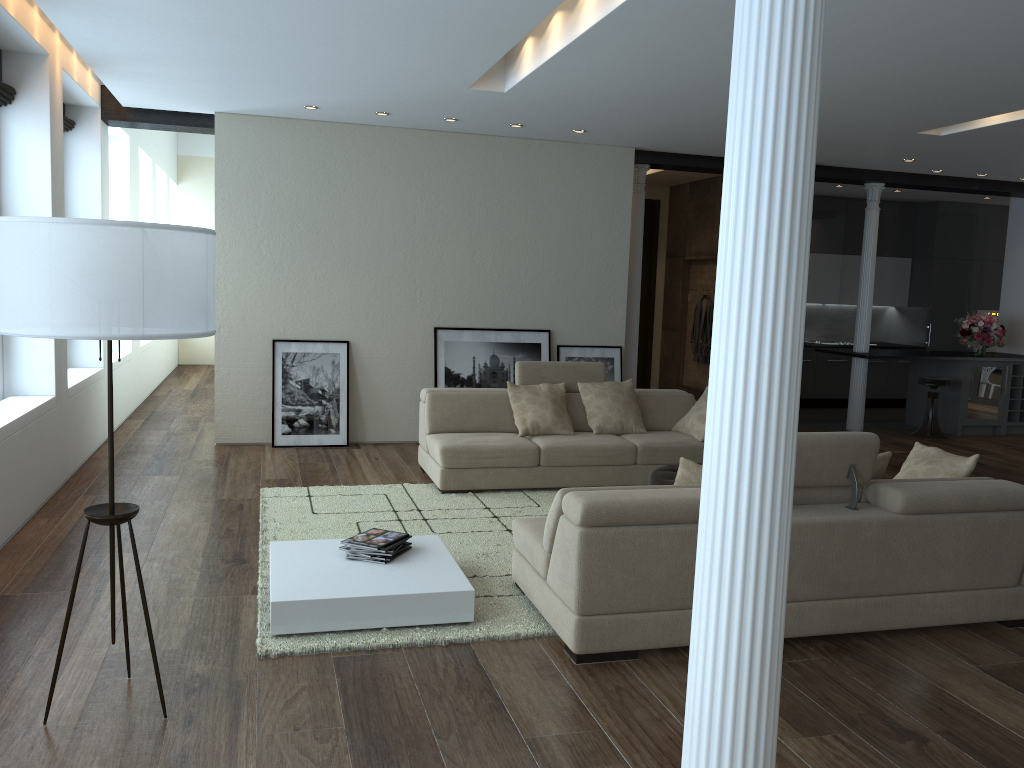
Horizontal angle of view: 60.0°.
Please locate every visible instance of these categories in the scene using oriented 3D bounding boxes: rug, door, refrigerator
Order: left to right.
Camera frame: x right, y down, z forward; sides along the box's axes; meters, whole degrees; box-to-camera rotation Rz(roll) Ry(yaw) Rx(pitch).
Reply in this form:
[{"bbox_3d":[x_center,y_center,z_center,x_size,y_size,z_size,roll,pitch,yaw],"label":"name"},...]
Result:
[{"bbox_3d":[0.588,0.967,5.674,4.231,0.020,2.972,0,7,-16],"label":"rug"},{"bbox_3d":[1.462,-1.154,12.328,1.037,2.814,0.246,0,7,-16],"label":"door"},{"bbox_3d":[5.608,0.108,10.533,0.578,0.774,0.075,1,7,-12],"label":"refrigerator"}]

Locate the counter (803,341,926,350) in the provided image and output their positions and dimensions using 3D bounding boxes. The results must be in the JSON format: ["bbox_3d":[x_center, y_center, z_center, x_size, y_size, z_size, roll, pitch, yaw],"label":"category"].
[{"bbox_3d":[4.154,-0.486,12.753,3.597,0.223,0.807,0,7,-16],"label":"counter"}]

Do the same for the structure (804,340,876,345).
[{"bbox_3d":[4.751,-0.586,12.863,0.900,0.066,0.520,0,7,-16],"label":"structure"}]

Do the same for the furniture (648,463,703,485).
[{"bbox_3d":[1.438,0.785,5.913,1.057,0.355,1.057,1,7,-14],"label":"furniture"}]

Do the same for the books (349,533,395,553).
[{"bbox_3d":[-0.699,0.811,4.540,0.220,0.010,0.300,2,6,-1],"label":"books"}]

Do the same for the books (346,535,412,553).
[{"bbox_3d":[-0.675,0.803,4.530,0.220,0.010,0.300,4,7,19],"label":"books"}]

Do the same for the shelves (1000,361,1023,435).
[{"bbox_3d":[6.591,0.124,11.261,1.700,0.897,0.900,0,7,-16],"label":"shelves"}]

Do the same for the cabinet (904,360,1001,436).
[{"bbox_3d":[5.463,0.116,10.946,0.642,0.897,0.900,0,7,-16],"label":"cabinet"}]

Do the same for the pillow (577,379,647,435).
[{"bbox_3d":[0.831,0.187,7.367,0.534,0.439,0.301,0,7,-19],"label":"pillow"}]

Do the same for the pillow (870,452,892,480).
[{"bbox_3d":[1.624,0.537,4.522,0.534,0.439,0.301,1,7,-12],"label":"pillow"}]

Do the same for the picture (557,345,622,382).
[{"bbox_3d":[0.798,0.109,9.021,0.700,0.988,0.195,0,7,-16],"label":"picture"}]

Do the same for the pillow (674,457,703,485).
[{"bbox_3d":[1.019,0.542,4.367,0.519,0.416,0.368,1,7,-11],"label":"pillow"}]

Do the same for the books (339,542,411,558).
[{"bbox_3d":[-0.700,0.830,4.542,0.220,0.010,0.300,7,8,34],"label":"books"}]

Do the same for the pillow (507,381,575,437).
[{"bbox_3d":[0.233,0.195,7.188,0.519,0.416,0.368,0,7,-20],"label":"pillow"}]

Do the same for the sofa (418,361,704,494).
[{"bbox_3d":[0.585,0.316,7.300,2.581,0.950,1.021,0,7,-16],"label":"sofa"}]

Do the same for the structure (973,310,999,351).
[{"bbox_3d":[7.044,-0.821,13.391,0.595,0.596,0.591,0,7,-16],"label":"structure"}]

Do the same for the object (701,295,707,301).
[{"bbox_3d":[2.465,-1.099,11.342,0.010,0.219,0.430,0,7,-16],"label":"object"}]

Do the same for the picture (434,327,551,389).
[{"bbox_3d":[-0.179,0.030,8.725,1.183,1.140,0.225,0,7,-16],"label":"picture"}]

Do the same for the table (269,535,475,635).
[{"bbox_3d":[-0.725,0.968,4.366,0.900,0.170,0.900,0,7,-16],"label":"table"}]

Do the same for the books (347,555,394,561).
[{"bbox_3d":[-0.700,0.849,4.544,0.220,0.010,0.300,3,6,4],"label":"books"}]

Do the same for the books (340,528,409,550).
[{"bbox_3d":[-0.698,0.791,4.538,0.220,0.010,0.300,5,7,24],"label":"books"}]

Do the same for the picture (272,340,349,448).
[{"bbox_3d":[-1.876,0.091,8.275,0.700,0.988,0.195,0,7,-16],"label":"picture"}]

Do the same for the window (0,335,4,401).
[{"bbox_3d":[-3.309,-0.947,5.339,0.123,2.400,1.443,0,7,-16],"label":"window"}]

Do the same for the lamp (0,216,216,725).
[{"bbox_3d":[-1.413,0.314,3.128,0.698,1.728,0.698,3,6,8],"label":"lamp"}]

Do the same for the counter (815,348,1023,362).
[{"bbox_3d":[5.645,-0.347,10.939,3.700,0.040,1.000,0,7,-16],"label":"counter"}]

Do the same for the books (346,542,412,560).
[{"bbox_3d":[-0.676,0.841,4.535,0.220,0.010,0.300,4,7,19],"label":"books"}]

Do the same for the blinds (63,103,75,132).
[{"bbox_3d":[-3.716,-2.233,7.058,0.156,0.275,1.563,0,7,-16],"label":"blinds"}]

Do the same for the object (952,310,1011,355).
[{"bbox_3d":[5.742,-0.627,10.828,0.544,0.552,0.570,1,6,-10],"label":"object"}]

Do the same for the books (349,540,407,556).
[{"bbox_3d":[-0.675,0.822,4.533,0.220,0.010,0.300,3,6,9],"label":"books"}]

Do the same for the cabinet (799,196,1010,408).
[{"bbox_3d":[6.019,-1.169,13.178,7.409,2.980,0.827,0,7,-16],"label":"cabinet"}]

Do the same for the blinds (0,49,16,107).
[{"bbox_3d":[-3.211,-1.955,5.243,0.156,0.393,1.442,0,7,-16],"label":"blinds"}]

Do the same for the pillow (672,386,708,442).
[{"bbox_3d":[1.626,0.242,7.347,0.395,0.393,0.518,0,7,-19],"label":"pillow"}]

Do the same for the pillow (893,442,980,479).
[{"bbox_3d":[2.292,0.536,4.957,0.395,0.393,0.518,1,7,-12],"label":"pillow"}]

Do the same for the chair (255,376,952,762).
[{"bbox_3d":[4.974,0.780,6.911,16.134,0.952,21.556,0,7,-16],"label":"chair"}]

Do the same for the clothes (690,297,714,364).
[{"bbox_3d":[2.431,-0.689,11.390,0.141,0.855,0.569,0,7,-15],"label":"clothes"}]

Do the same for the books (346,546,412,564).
[{"bbox_3d":[-0.677,0.860,4.537,0.220,0.010,0.300,4,7,19],"label":"books"}]

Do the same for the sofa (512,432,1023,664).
[{"bbox_3d":[1.371,0.663,4.481,2.581,0.950,1.021,0,7,-16],"label":"sofa"}]
